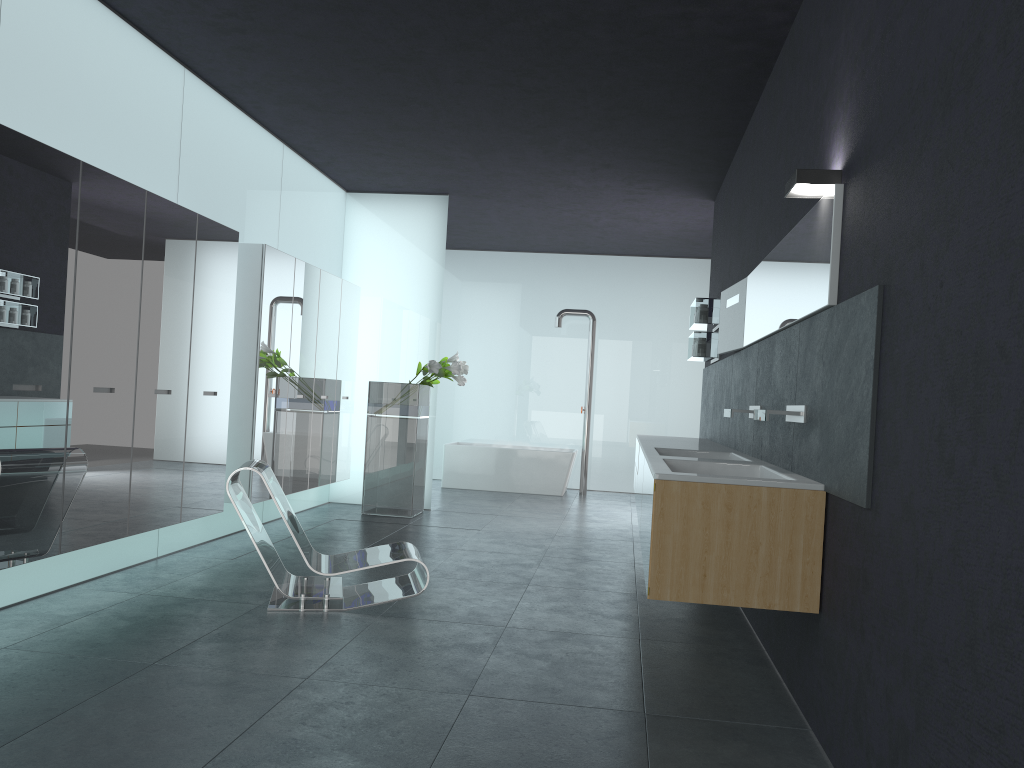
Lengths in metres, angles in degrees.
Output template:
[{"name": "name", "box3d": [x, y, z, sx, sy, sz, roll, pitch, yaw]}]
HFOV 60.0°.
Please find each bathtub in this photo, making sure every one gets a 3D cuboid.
[{"name": "bathtub", "box3d": [-0.004, 1.197, 13.644, 1.977, 0.859, 0.960, 3, -1, 7]}]

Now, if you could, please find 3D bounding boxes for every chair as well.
[{"name": "chair", "box3d": [-1.187, 0.972, 5.776, 1.261, 0.871, 0.629, 3, 0, -11]}]

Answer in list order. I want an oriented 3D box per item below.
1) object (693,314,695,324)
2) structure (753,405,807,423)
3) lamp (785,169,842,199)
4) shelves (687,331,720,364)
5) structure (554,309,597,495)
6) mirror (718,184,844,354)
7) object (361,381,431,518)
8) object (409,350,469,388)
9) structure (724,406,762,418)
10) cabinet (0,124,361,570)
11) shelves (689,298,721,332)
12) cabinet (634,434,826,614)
[{"name": "object", "box3d": [1.949, -0.672, 9.270, 0.096, 0.184, 0.067, 3, 0, -1]}, {"name": "structure", "box3d": [1.362, 0.148, 4.541, 0.186, 0.088, 0.482, 3, -1, 7]}, {"name": "lamp", "box3d": [1.377, -0.915, 4.065, 0.198, 0.066, 0.277, 3, -1, 7]}, {"name": "shelves", "box3d": [1.945, -0.372, 8.986, 0.265, 0.285, 0.770, 3, -1, 7]}, {"name": "structure", "box3d": [0.902, 0.293, 13.531, 0.642, 2.872, 0.123, 3, 0, 7]}, {"name": "mirror", "box3d": [1.637, -0.562, 5.718, 0.109, 0.532, 3.723, 3, -1, 6]}, {"name": "object", "box3d": [-1.318, 0.735, 10.144, 0.585, 1.491, 0.575, 3, 0, 7]}, {"name": "object", "box3d": [-1.018, -0.022, 9.957, 1.024, 0.779, 0.974, 3, -1, -1]}, {"name": "structure", "box3d": [1.540, 0.185, 5.949, 0.186, 0.088, 0.482, 3, -1, 7]}, {"name": "cabinet", "box3d": [-2.381, -0.099, 7.286, 0.398, 2.215, 6.005, 3, -1, 7]}, {"name": "shelves", "box3d": [1.963, -0.700, 8.985, 0.265, 0.285, 0.770, 3, -1, 7]}, {"name": "cabinet", "box3d": [1.325, 0.763, 6.636, 0.734, 0.556, 5.584, 3, -1, 7]}]
